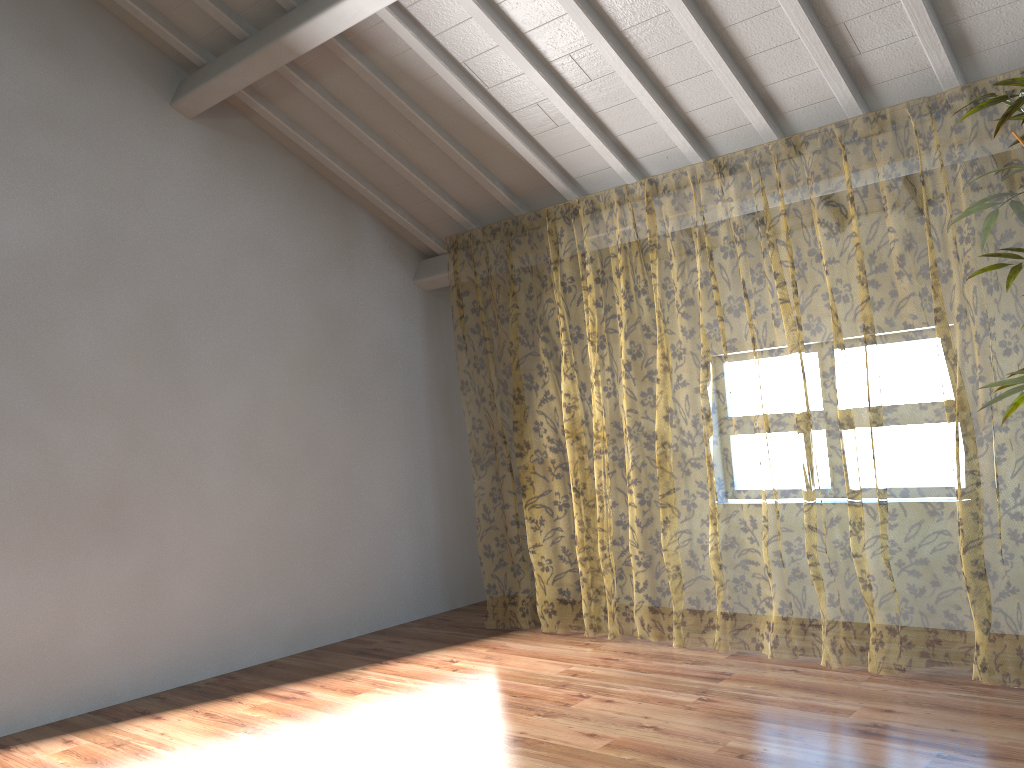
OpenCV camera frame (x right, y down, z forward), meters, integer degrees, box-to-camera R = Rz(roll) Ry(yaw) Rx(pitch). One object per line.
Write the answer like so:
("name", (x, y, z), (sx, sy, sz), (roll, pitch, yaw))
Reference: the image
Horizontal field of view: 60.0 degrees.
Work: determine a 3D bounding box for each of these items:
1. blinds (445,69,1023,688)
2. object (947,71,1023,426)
("blinds", (0.979, 0.124, 4.698), (3.505, 2.546, 0.306), (-7, -4, 41))
("object", (1.918, -0.054, 2.312), (1.177, 2.473, 1.399), (-3, -4, -24))
